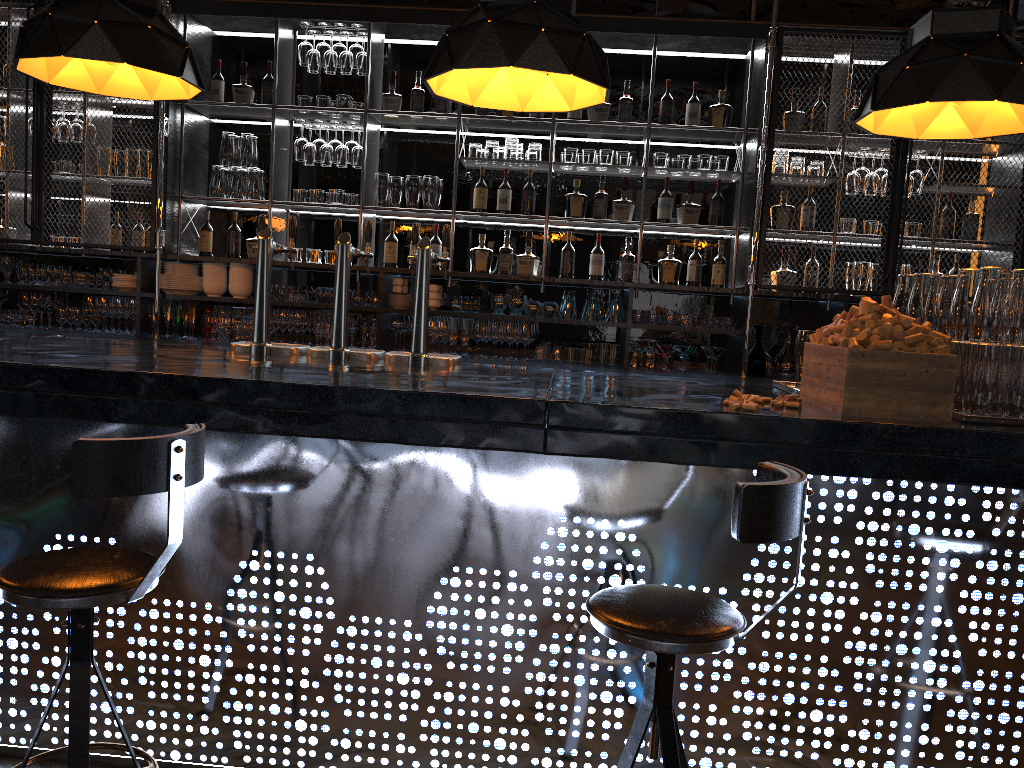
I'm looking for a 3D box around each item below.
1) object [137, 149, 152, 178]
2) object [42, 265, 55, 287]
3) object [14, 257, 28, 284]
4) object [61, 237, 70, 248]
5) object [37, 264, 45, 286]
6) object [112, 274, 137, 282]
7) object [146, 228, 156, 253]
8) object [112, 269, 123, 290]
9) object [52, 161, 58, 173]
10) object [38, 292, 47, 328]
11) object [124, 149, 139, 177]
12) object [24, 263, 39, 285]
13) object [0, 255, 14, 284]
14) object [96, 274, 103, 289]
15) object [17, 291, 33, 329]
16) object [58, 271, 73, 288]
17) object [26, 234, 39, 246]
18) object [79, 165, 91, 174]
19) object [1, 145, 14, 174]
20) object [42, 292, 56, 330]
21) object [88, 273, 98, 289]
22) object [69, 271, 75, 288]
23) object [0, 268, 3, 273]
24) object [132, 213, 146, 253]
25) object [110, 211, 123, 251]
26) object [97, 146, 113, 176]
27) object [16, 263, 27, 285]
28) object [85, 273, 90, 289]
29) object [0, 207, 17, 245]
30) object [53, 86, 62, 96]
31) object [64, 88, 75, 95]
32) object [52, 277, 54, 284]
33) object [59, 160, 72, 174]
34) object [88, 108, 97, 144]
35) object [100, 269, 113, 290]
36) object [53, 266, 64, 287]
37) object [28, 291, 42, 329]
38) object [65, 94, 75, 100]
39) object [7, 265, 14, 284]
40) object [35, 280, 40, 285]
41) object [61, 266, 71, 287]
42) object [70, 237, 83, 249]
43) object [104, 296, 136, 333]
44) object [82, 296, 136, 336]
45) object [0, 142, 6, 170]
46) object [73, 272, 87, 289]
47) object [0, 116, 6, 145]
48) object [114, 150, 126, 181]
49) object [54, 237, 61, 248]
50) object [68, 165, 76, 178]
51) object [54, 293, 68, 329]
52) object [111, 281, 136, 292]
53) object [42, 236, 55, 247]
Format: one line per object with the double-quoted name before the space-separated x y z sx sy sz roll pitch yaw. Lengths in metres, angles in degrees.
"object" -2.294 -1.372 5.548 0.092 0.182 0.092 3 5 -1
"object" -2.859 -0.668 5.471 0.074 0.131 0.074 5 5 16
"object" -3.164 -0.728 5.707 0.087 0.170 0.087 0 6 -36
"object" -2.857 -0.902 5.698 0.077 0.080 0.077 1 6 -31
"object" -2.969 -0.688 5.609 0.081 0.132 0.081 1 6 -24
"object" -2.370 -0.647 5.506 0.209 0.060 0.211 -1 7 -42
"object" -2.282 -0.952 5.641 0.075 0.260 0.075 0 6 -37
"object" -2.550 -0.670 5.715 0.074 0.131 0.074 5 5 16
"object" -2.914 -1.365 5.607 0.077 0.080 0.077 2 5 -18
"object" -3.004 -0.473 5.663 0.077 0.229 0.088 5 5 19
"object" -2.387 -1.380 5.574 0.092 0.182 0.092 3 5 -1
"object" -2.974 -0.678 5.489 0.081 0.132 0.081 1 6 -24
"object" -3.118 -0.704 5.469 0.087 0.170 0.087 0 6 -36
"object" -2.664 -0.661 5.721 0.078 0.099 0.078 1 6 -29
"object" -3.013 -0.458 5.490 0.088 0.229 0.077 5 5 17
"object" -2.752 -0.646 5.467 0.078 0.103 0.078 -1 7 -43
"object" -3.043 -0.908 5.636 0.077 0.080 0.077 8 7 43
"object" -2.742 -1.362 5.701 0.077 0.080 0.077 4 5 -1
"object" -3.269 -1.450 5.738 0.092 0.182 0.092 3 5 -1
"object" -2.906 -0.459 5.571 0.088 0.229 0.077 4 5 3
"object" -2.673 -0.655 5.638 0.078 0.099 0.078 1 6 -29
"object" -2.770 -0.655 5.552 0.078 0.103 0.078 -1 7 -43
"object" -3.174 -0.716 5.563 0.087 0.170 0.087 0 6 -36
"object" -2.383 -0.961 5.668 0.075 0.260 0.075 0 6 -37
"object" -2.522 -0.967 5.655 0.075 0.261 0.075 0 6 -37
"object" -2.555 -1.389 5.561 0.092 0.182 0.092 3 5 -1
"object" -3.053 -0.688 5.546 0.081 0.132 0.081 1 6 -24
"object" -2.680 -0.647 5.545 0.078 0.099 0.078 1 6 -29
"object" -3.251 -1.007 5.684 0.108 0.244 0.108 5 5 17
"object" -2.873 -1.859 5.576 0.077 0.080 0.077 8 7 39
"object" -2.751 -1.847 5.525 0.077 0.080 0.077 8 7 39
"object" -2.957 -0.699 5.737 0.081 0.132 0.081 1 6 -24
"object" -2.793 -1.352 5.546 0.077 0.080 0.077 4 5 -1
"object" -2.696 -1.651 5.668 0.081 0.213 0.081 4 5 9
"object" -2.532 -0.653 5.537 0.074 0.131 0.074 5 5 16
"object" -2.850 -0.675 5.557 0.074 0.131 0.074 5 5 16
"object" -3.006 -0.466 5.581 0.088 0.229 0.077 0 6 -37
"object" -2.823 -1.865 5.680 0.077 0.080 0.077 1 6 -31
"object" -3.252 -0.735 5.724 0.087 0.170 0.087 0 6 -36
"object" -3.044 -0.700 5.692 0.081 0.132 0.081 1 6 -24
"object" -2.845 -0.682 5.643 0.074 0.131 0.074 5 5 16
"object" -2.769 -0.891 5.638 0.077 0.080 0.077 3 5 -8
"object" -2.467 -0.446 5.753 0.376 0.227 0.186 4 5 2
"object" -2.480 -0.429 5.558 0.376 0.227 0.186 4 5 2
"object" -3.264 -1.441 5.641 0.092 0.182 0.092 3 5 -1
"object" -2.654 -0.637 5.454 0.078 0.099 0.078 1 6 -29
"object" -3.302 -1.634 5.725 0.092 0.182 0.092 3 5 -1
"object" -2.493 -1.394 5.658 0.092 0.182 0.092 3 5 -1
"object" -2.965 -0.916 5.779 0.077 0.080 0.077 8 7 43
"object" -2.847 -1.369 5.701 0.077 0.080 0.077 0 6 -32
"object" -2.894 -0.469 5.693 0.088 0.229 0.077 4 5 5
"object" -2.374 -0.606 5.510 0.211 0.060 0.209 0 6 -37
"object" -2.940 -0.900 5.618 0.077 0.080 0.077 3 5 -11
